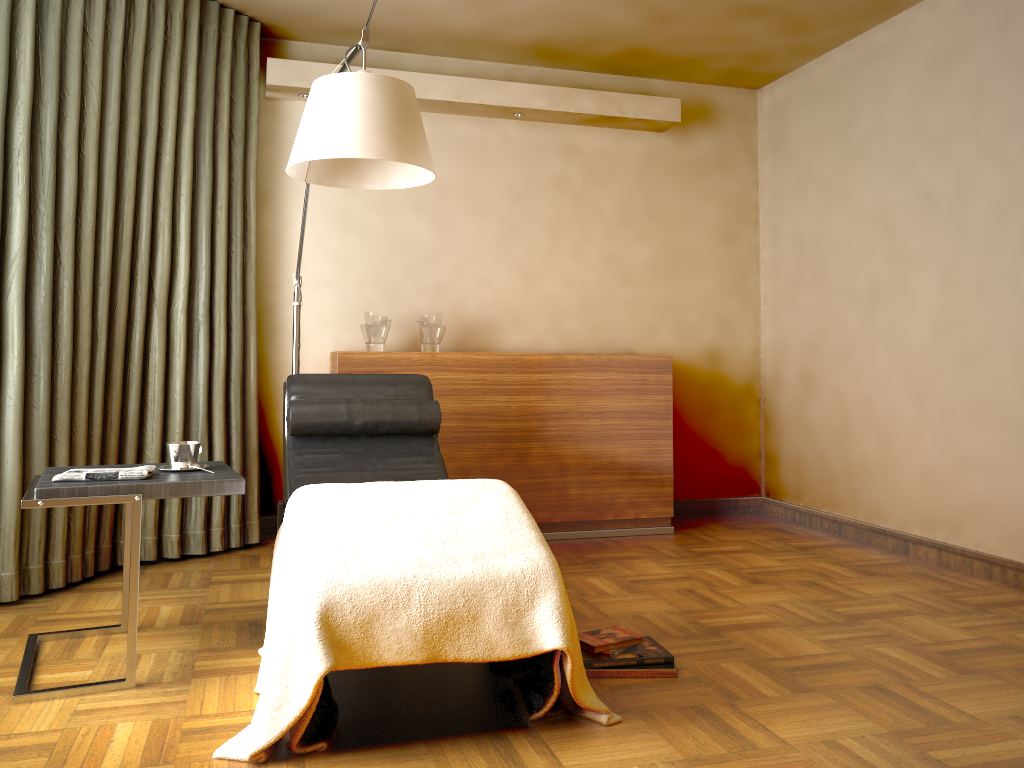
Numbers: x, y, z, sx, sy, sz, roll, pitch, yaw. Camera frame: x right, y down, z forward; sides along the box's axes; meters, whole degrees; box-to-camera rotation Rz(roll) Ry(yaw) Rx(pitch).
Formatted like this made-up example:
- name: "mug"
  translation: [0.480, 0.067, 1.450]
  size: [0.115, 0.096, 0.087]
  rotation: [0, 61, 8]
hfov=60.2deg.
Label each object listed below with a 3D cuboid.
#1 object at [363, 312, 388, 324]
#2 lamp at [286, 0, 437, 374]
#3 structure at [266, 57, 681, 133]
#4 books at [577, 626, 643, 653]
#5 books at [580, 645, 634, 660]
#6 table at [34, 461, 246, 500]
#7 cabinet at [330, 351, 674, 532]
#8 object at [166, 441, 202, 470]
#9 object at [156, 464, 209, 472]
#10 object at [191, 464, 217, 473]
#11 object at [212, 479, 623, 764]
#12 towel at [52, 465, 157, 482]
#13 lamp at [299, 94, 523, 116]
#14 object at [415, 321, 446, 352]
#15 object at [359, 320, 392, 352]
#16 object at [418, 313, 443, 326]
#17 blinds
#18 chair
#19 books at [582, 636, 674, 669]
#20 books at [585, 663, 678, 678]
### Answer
- name: "object"
  translation: [-0.655, -0.270, 4.229]
  size: [0.122, 0.151, 0.122]
  rotation: [2, -2, -34]
- name: "lamp"
  translation: [-0.565, -0.175, 3.125]
  size: [0.451, 1.977, 1.409]
  rotation: [1, -2, -13]
- name: "structure"
  translation: [-0.162, -1.495, 4.643]
  size: [2.177, 0.131, 0.273]
  rotation: [0, 0, -16]
- name: "books"
  translation: [0.264, 0.717, 2.485]
  size: [0.172, 0.018, 0.123]
  rotation: [0, 1, -32]
- name: "books"
  translation: [0.260, 0.736, 2.490]
  size: [0.123, 0.018, 0.172]
  rotation: [1, 1, 33]
- name: "table"
  translation: [-1.078, 0.280, 2.564]
  size: [0.517, 0.045, 0.498]
  rotation: [0, 1, -25]
- name: "cabinet"
  translation: [-0.050, 0.279, 4.414]
  size: [1.673, 0.867, 0.414]
  rotation: [0, -3, -16]
- name: "object"
  translation: [-0.985, 0.215, 2.648]
  size: [0.098, 0.079, 0.110]
  rotation: [1, -1, -15]
- name: "object"
  translation: [-0.983, 0.252, 2.640]
  size: [0.150, 0.009, 0.149]
  rotation: [0, 1, -11]
- name: "object"
  translation: [-0.901, 0.246, 2.580]
  size: [0.123, 0.020, 0.029]
  rotation: [1, 0, 43]
- name: "object"
  translation: [-0.280, 0.535, 2.319]
  size: [0.917, 0.523, 0.906]
  rotation: [0, 0, -16]
- name: "towel"
  translation: [-1.124, 0.250, 2.451]
  size: [0.240, 0.035, 0.178]
  rotation: [0, 1, -12]
- name: "lamp"
  translation: [-0.499, -1.440, 4.530]
  size: [1.157, 0.028, 0.050]
  rotation: [0, 0, -16]
- name: "object"
  translation: [-0.397, -0.232, 4.302]
  size: [0.155, 0.155, 0.155]
  rotation: [1, -2, -26]
- name: "object"
  translation: [-0.655, -0.232, 4.227]
  size: [0.155, 0.155, 0.155]
  rotation: [0, -2, 30]
- name: "object"
  translation: [-0.397, -0.270, 4.304]
  size: [0.122, 0.151, 0.122]
  rotation: [2, -2, -37]
- name: "blinds"
  translation: [-1.598, -0.492, 3.518]
  size: [0.224, 2.466, 1.527]
  rotation: [-2, -3, 29]
- name: "chair"
  translation: [-0.412, 0.374, 2.840]
  size: [0.635, 0.801, 1.784]
  rotation: [1, 0, -16]
- name: "books"
  translation: [0.297, 0.755, 2.489]
  size: [0.264, 0.020, 0.188]
  rotation: [0, 1, -12]
- name: "books"
  translation: [0.303, 0.776, 2.472]
  size: [0.280, 0.022, 0.200]
  rotation: [0, 1, -2]
